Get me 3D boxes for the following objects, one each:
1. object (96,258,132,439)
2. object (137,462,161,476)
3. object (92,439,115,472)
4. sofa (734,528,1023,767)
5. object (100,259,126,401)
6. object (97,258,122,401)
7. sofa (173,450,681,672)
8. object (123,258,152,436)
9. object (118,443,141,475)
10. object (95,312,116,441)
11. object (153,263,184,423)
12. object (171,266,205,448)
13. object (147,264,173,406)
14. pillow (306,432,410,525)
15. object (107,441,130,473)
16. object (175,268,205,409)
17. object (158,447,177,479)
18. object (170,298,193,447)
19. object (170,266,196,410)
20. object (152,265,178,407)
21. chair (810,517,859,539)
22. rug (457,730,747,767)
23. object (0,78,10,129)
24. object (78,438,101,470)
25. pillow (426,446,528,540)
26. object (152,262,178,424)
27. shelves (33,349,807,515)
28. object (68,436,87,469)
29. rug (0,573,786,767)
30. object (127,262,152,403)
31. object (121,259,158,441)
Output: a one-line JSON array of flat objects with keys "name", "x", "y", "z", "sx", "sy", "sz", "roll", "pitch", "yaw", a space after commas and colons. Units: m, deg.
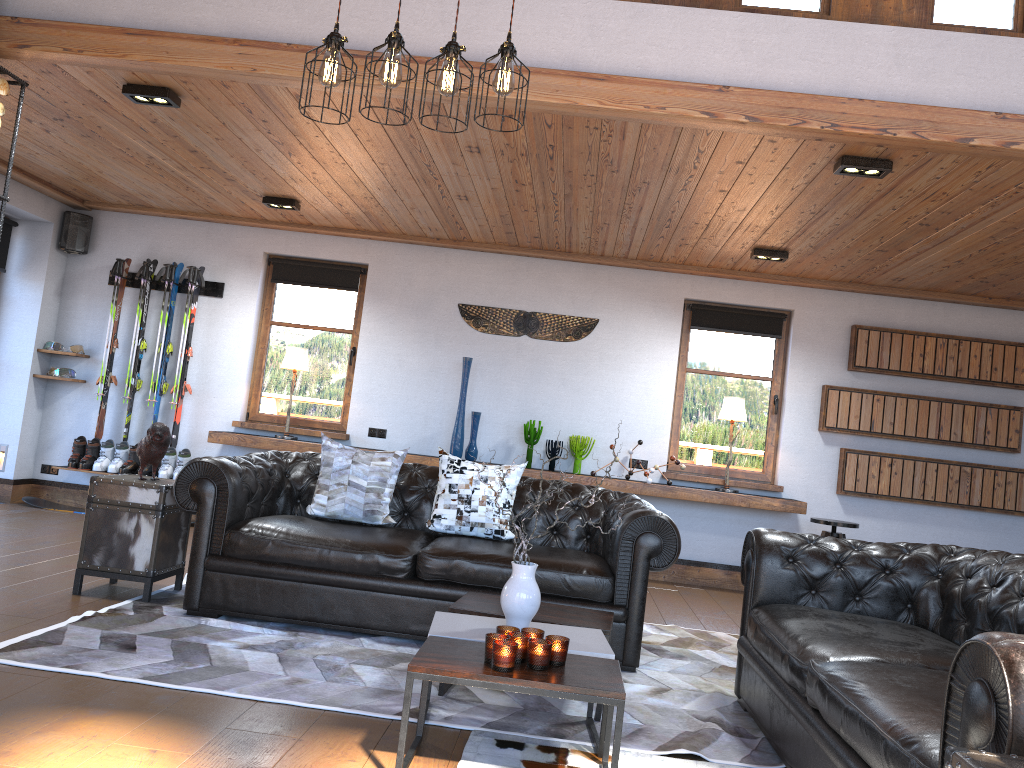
[{"name": "object", "x": -3.457, "y": -0.310, "z": 7.763, "sx": 0.095, "sy": 1.608, "sz": 0.115, "roll": 7, "pitch": -4, "yaw": 4}, {"name": "object", "x": -3.097, "y": 0.652, "z": 7.582, "sx": 0.116, "sy": 0.271, "sz": 0.253, "roll": 5, "pitch": -4, "yaw": 19}, {"name": "object", "x": -3.480, "y": 0.607, "z": 7.573, "sx": 0.116, "sy": 0.271, "sz": 0.252, "roll": 6, "pitch": -4, "yaw": 9}, {"name": "sofa", "x": 1.561, "y": 1.007, "z": 2.883, "sx": 1.238, "sy": 0.839, "sz": 2.566, "roll": 7, "pitch": -3, "yaw": 3}, {"name": "object", "x": -3.517, "y": -0.476, "z": 7.714, "sx": 0.122, "sy": 1.251, "sz": 0.058, "roll": 8, "pitch": -4, "yaw": -15}, {"name": "object", "x": -3.486, "y": -0.477, "z": 7.639, "sx": 0.059, "sy": 1.251, "sz": 0.120, "roll": 8, "pitch": -4, "yaw": -14}, {"name": "sofa", "x": -0.429, "y": 0.891, "z": 4.913, "sx": 2.563, "sy": 0.839, "sz": 1.239, "roll": 7, "pitch": -4, "yaw": 3}, {"name": "object", "x": -3.314, "y": -0.307, "z": 7.793, "sx": 0.073, "sy": 1.624, "sz": 0.111, "roll": 7, "pitch": -4, "yaw": 4}, {"name": "object", "x": -3.233, "y": 0.635, "z": 7.557, "sx": 0.115, "sy": 0.271, "sz": 0.253, "roll": 5, "pitch": -4, "yaw": 24}, {"name": "object", "x": -3.554, "y": -0.306, "z": 7.778, "sx": 0.095, "sy": 1.608, "sz": 0.115, "roll": 7, "pitch": -4, "yaw": 4}, {"name": "object", "x": -3.017, "y": -0.272, "z": 7.798, "sx": 0.073, "sy": 1.624, "sz": 0.111, "roll": 7, "pitch": -4, "yaw": 4}, {"name": "object", "x": -2.794, "y": -0.233, "z": 7.729, "sx": 0.095, "sy": 1.608, "sz": 0.115, "roll": 7, "pitch": -4, "yaw": 4}, {"name": "object", "x": -3.071, "y": -0.429, "z": 7.626, "sx": 0.122, "sy": 1.251, "sz": 0.058, "roll": 10, "pitch": -6, "yaw": -39}, {"name": "pillow", "x": -0.867, "y": 0.531, "z": 5.010, "sx": 0.527, "sy": 0.469, "sz": 0.283, "roll": 6, "pitch": -4, "yaw": 6}, {"name": "object", "x": -3.359, "y": 0.621, "z": 7.582, "sx": 0.116, "sy": 0.271, "sz": 0.252, "roll": 6, "pitch": -4, "yaw": 9}, {"name": "object", "x": -2.800, "y": -0.393, "z": 7.689, "sx": 0.122, "sy": 1.251, "sz": 0.058, "roll": 10, "pitch": -5, "yaw": -34}, {"name": "object", "x": -2.932, "y": 0.670, "z": 7.546, "sx": 0.116, "sy": 0.271, "sz": 0.251, "roll": 7, "pitch": -4, "yaw": -1}, {"name": "object", "x": -2.891, "y": -0.229, "z": 7.744, "sx": 0.095, "sy": 1.608, "sz": 0.115, "roll": 7, "pitch": -4, "yaw": 4}, {"name": "object", "x": -2.862, "y": -0.405, "z": 7.601, "sx": 0.122, "sy": 1.251, "sz": 0.058, "roll": 9, "pitch": -5, "yaw": -29}, {"name": "object", "x": -3.053, "y": -0.423, "z": 7.690, "sx": 0.122, "sy": 1.251, "sz": 0.058, "roll": 8, "pitch": -4, "yaw": -15}, {"name": "chair", "x": 2.474, "y": 1.424, "z": 6.885, "sx": 0.392, "sy": 0.722, "sz": 0.393, "roll": 7, "pitch": -4, "yaw": 4}, {"name": "rug", "x": 0.908, "y": 1.229, "z": 1.219, "sx": 2.428, "sy": 0.053, "sz": 3.810, "roll": 6, "pitch": -3, "yaw": 5}, {"name": "object", "x": -2.985, "y": -0.334, "z": 4.351, "sx": 0.466, "sy": 2.615, "sz": 0.493, "roll": 7, "pitch": -4, "yaw": 3}, {"name": "object", "x": -3.602, "y": 0.593, "z": 7.580, "sx": 0.116, "sy": 0.271, "sz": 0.252, "roll": 6, "pitch": -4, "yaw": 9}, {"name": "pillow", "x": -0.193, "y": 0.609, "z": 4.975, "sx": 0.527, "sy": 0.469, "sz": 0.283, "roll": 6, "pitch": -4, "yaw": 6}, {"name": "object", "x": -3.091, "y": -0.280, "z": 7.812, "sx": 0.073, "sy": 1.624, "sz": 0.111, "roll": 7, "pitch": -4, "yaw": 4}, {"name": "shelves", "x": -0.888, "y": 0.567, "z": 7.594, "sx": 6.633, "sy": 0.990, "sz": 0.612, "roll": 7, "pitch": -4, "yaw": 3}, {"name": "object", "x": -3.719, "y": 0.579, "z": 7.588, "sx": 0.117, "sy": 0.271, "sz": 0.251, "roll": 7, "pitch": -4, "yaw": -6}, {"name": "rug", "x": 0.023, "y": 1.310, "z": 4.391, "sx": 4.038, "sy": 0.053, "sz": 2.433, "roll": 7, "pitch": -3, "yaw": 4}, {"name": "object", "x": -3.285, "y": -0.450, "z": 7.702, "sx": 0.122, "sy": 1.251, "sz": 0.058, "roll": 8, "pitch": -4, "yaw": -15}, {"name": "object", "x": -3.255, "y": -0.305, "z": 7.708, "sx": 0.104, "sy": 1.624, "sz": 0.254, "roll": 7, "pitch": -4, "yaw": 0}]
